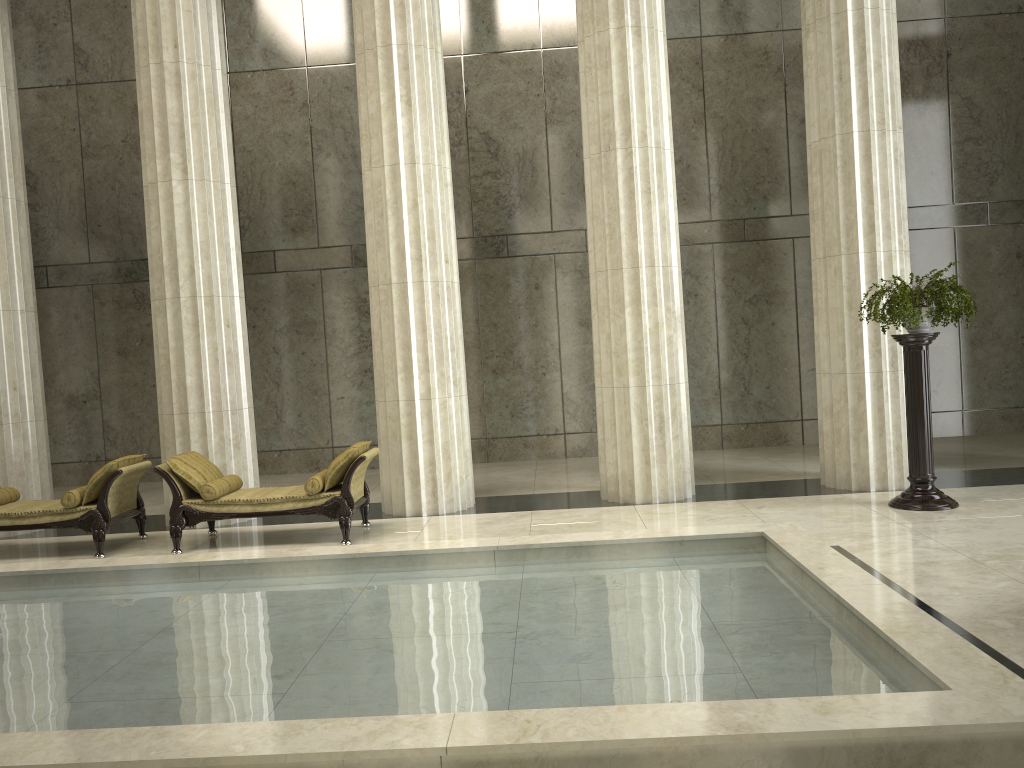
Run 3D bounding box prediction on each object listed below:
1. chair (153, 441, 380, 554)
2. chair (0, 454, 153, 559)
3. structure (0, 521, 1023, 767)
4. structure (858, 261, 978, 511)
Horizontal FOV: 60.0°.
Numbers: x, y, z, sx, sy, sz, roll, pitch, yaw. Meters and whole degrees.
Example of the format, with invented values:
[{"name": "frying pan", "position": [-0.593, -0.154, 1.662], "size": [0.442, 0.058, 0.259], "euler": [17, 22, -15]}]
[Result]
[{"name": "chair", "position": [-2.476, 1.141, 9.173], "size": [2.172, 0.950, 0.993], "euler": [-3, 2, 2]}, {"name": "chair", "position": [-4.937, 1.290, 9.276], "size": [2.172, 0.950, 0.993], "euler": [-3, 2, 2]}, {"name": "structure", "position": [-3.618, 1.749, 5.337], "size": [11.573, 0.508, 3.754], "euler": [-3, 2, 2]}, {"name": "structure", "position": [4.111, 0.023, 8.885], "size": [1.053, 2.386, 1.159], "euler": [-2, 2, 32]}]
